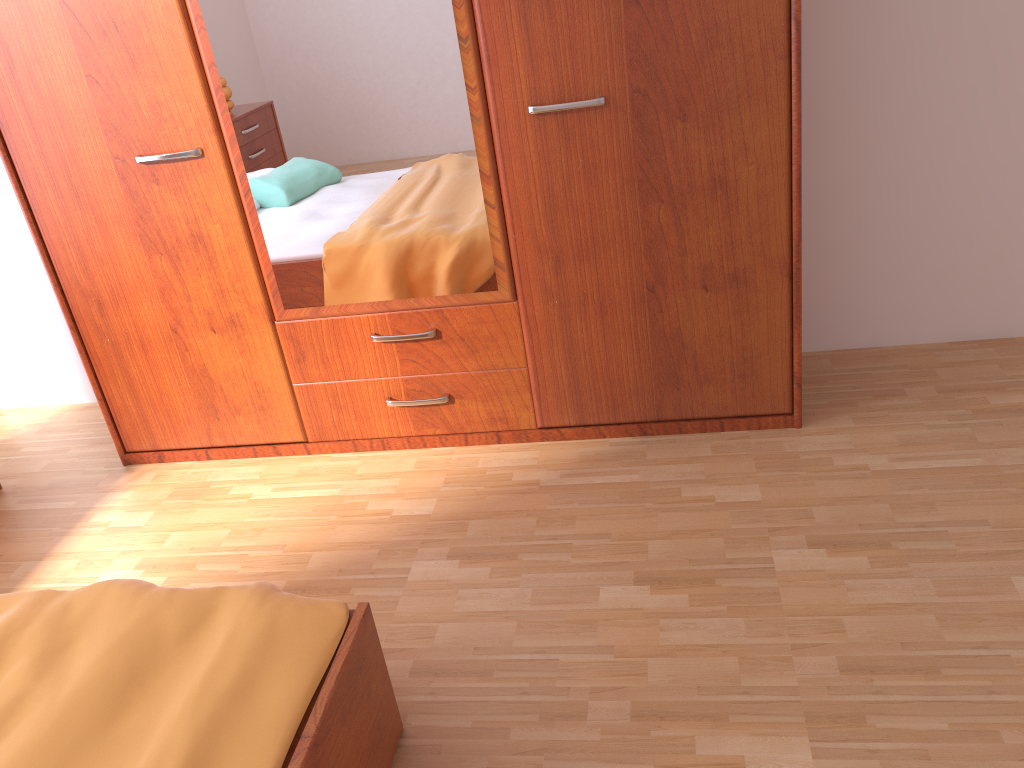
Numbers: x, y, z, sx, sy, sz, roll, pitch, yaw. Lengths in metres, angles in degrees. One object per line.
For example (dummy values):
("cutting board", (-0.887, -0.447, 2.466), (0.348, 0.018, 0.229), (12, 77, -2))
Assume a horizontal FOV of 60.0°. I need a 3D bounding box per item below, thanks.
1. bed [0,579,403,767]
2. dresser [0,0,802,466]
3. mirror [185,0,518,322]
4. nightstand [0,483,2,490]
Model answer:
("bed", (-1.302, 0.742, 1.136), (1.990, 0.560, 1.632), (-4, 26, 11))
("dresser", (-0.327, -0.793, 2.314), (2.017, 2.004, 0.487), (-4, 26, 11))
("mirror", (-0.431, -0.883, 2.050), (0.681, 1.556, 0.037), (-4, 26, 11))
("nightstand", (-1.796, 0.246, 2.477), (0.377, 0.442, 0.439), (-4, 26, 11))
